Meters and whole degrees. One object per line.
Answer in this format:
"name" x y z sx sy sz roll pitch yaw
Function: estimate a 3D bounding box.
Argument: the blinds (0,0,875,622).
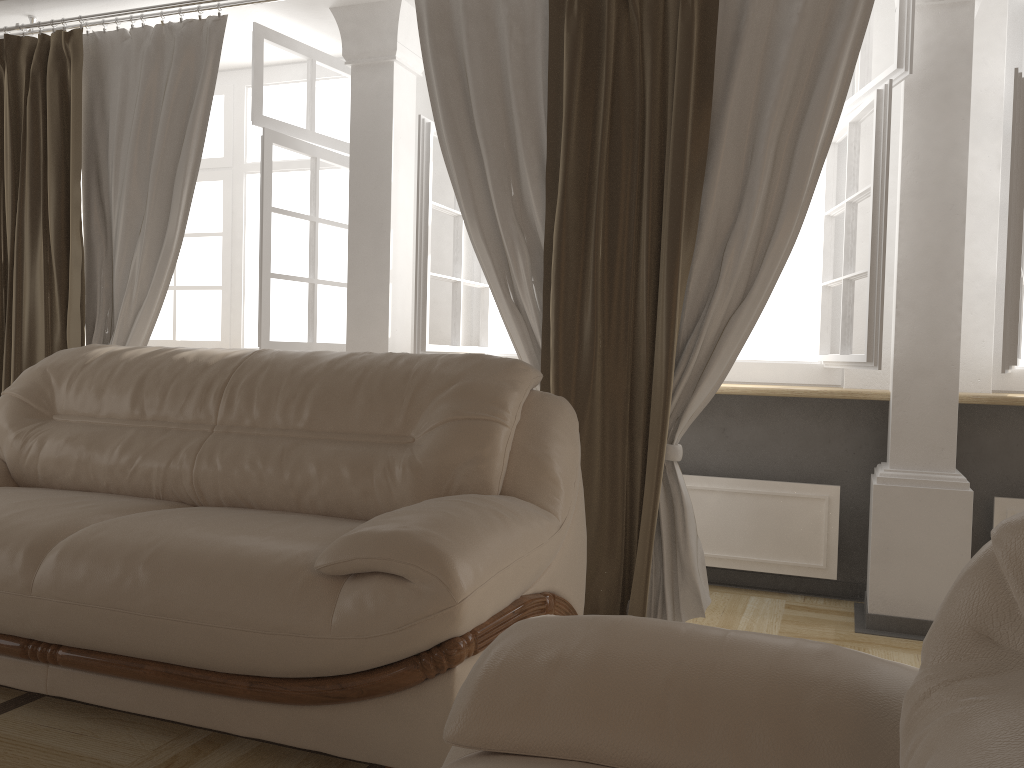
"blinds" 0.250 -0.346 2.933 5.765 2.294 0.285 2 2 21

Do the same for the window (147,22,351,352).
"window" -1.497 -0.830 4.197 1.600 1.500 0.781 2 2 21

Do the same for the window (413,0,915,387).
"window" 0.549 -0.753 3.437 1.759 1.500 0.784 2 2 20

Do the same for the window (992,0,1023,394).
"window" 2.404 -0.683 2.722 1.653 1.500 0.782 2 2 21

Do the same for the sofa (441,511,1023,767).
"sofa" 0.253 0.438 0.560 1.052 0.900 1.318 2 2 21

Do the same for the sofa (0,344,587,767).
"sofa" -0.904 0.344 2.492 2.135 0.900 1.051 2 2 21
